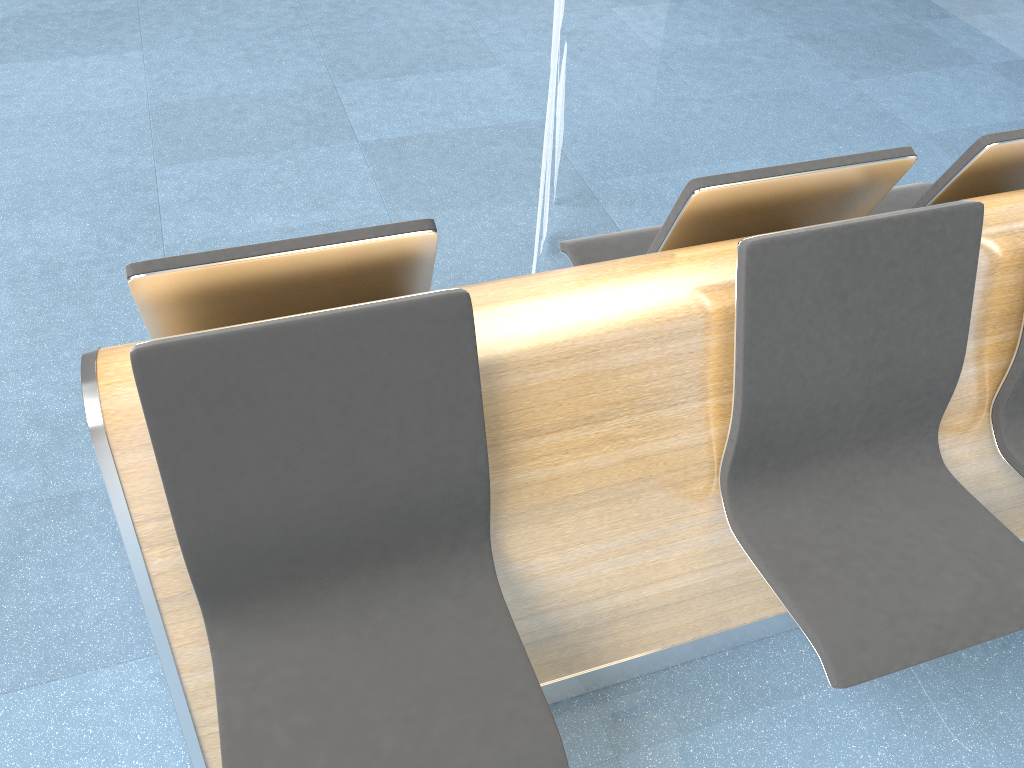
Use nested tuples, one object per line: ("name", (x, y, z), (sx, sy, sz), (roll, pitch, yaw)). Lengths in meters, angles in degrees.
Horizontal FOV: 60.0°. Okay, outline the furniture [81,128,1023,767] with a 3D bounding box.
("furniture", (0.416, 0.000, 1.867), (2.281, 0.896, 1.301), (-12, 46, -15))
